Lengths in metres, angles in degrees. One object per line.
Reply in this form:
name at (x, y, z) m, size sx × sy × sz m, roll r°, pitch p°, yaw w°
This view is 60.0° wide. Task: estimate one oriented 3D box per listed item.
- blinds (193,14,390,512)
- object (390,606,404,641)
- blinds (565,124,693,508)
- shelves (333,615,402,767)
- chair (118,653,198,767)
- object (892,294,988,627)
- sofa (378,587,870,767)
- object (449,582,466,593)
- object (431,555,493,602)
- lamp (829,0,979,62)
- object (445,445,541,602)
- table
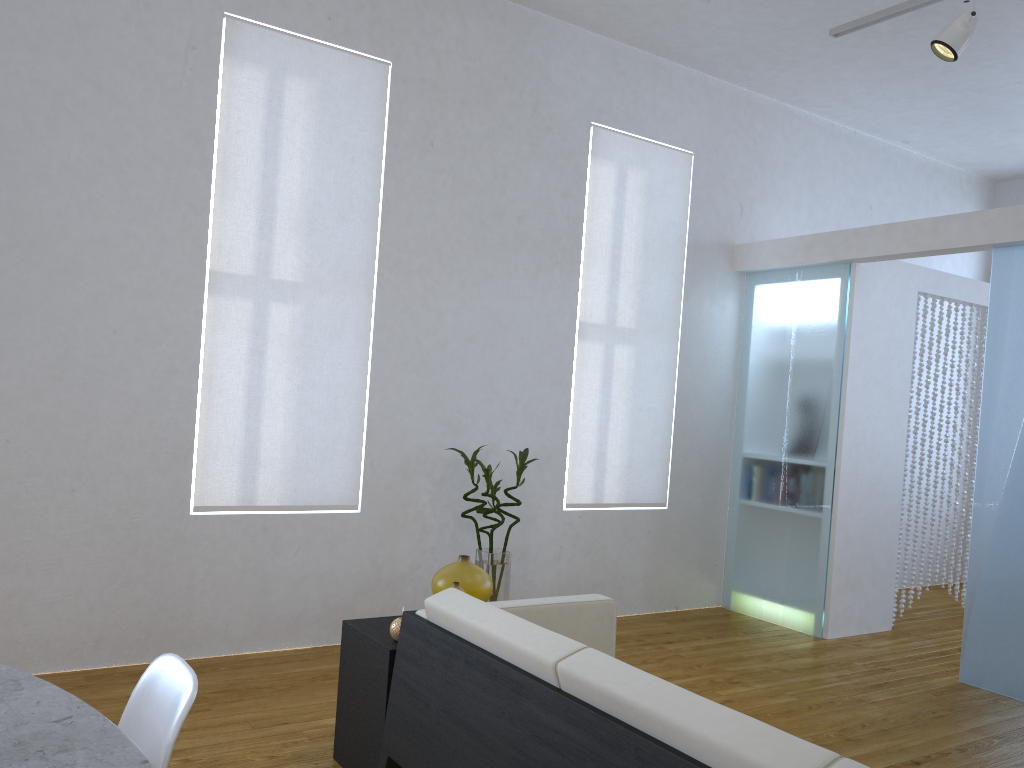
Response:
blinds at (-0.967, -0.483, 3.964) m, size 0.762 × 2.111 × 0.007 m, roll 4°, pitch 1°, yaw -34°
object at (-0.334, 0.725, 2.694) m, size 0.071 × 0.104 × 0.071 m, roll 4°, pitch 0°, yaw -7°
blinds at (0.681, -0.344, 5.066) m, size 0.762 × 2.112 × 0.007 m, roll 4°, pitch 1°, yaw -34°
shelves at (-0.166, 1.020, 2.933) m, size 0.730 × 0.451 × 0.349 m, roll 4°, pitch 0°, yaw -34°
chair at (-0.755, 0.654, 1.448) m, size 0.420 × 0.352 × 0.405 m, roll 4°, pitch 0°, yaw -34°
object at (2.716, 0.482, 5.558) m, size 0.924 × 2.016 × 0.051 m, roll 4°, pitch 1°, yaw -34°
sofa at (1.133, 0.998, 2.244) m, size 9.733 × 0.679 × 5.331 m, roll 5°, pitch -1°, yaw -34°
object at (-0.183, 0.710, 2.818) m, size 0.095 × 0.160 × 0.095 m, roll 4°, pitch 0°, yaw 8°
object at (-0.168, 0.687, 2.988) m, size 0.207 × 0.215 × 0.207 m, roll 4°, pitch 0°, yaw 8°
lamp at (2.374, -1.560, 2.921) m, size 0.205 × 0.486 × 3.114 m, roll 4°, pitch -1°, yaw -36°
object at (-0.147, 0.785, 4.330) m, size 0.379 × 0.980 × 0.484 m, roll 4°, pitch 1°, yaw 29°
table at (-0.943, 0.843, 0.945) m, size 1.072 × 0.623 × 1.908 m, roll 5°, pitch -1°, yaw -34°
